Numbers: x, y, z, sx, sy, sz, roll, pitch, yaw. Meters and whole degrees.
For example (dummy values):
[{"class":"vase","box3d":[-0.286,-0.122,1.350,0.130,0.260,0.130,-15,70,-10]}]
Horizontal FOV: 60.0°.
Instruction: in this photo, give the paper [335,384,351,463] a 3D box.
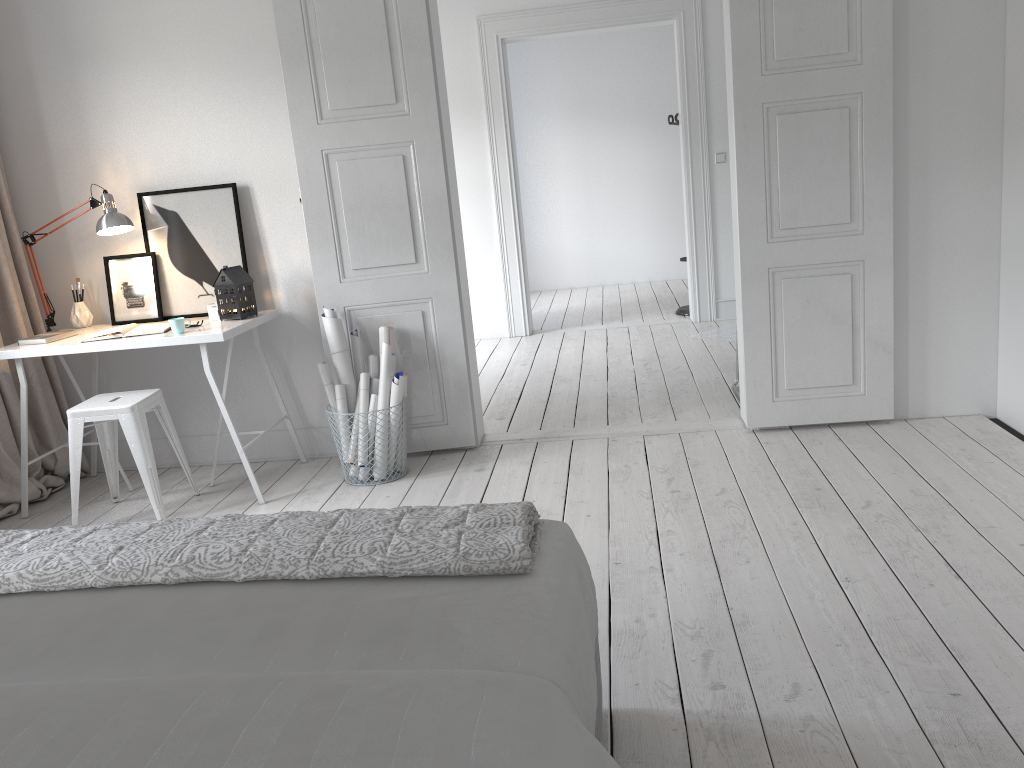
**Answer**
[{"class":"paper","box3d":[-0.772,0.181,4.077,0.047,0.360,0.129,-7,13,-4]}]

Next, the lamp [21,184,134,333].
[{"class":"lamp","box3d":[-2.030,-0.549,4.169,0.568,0.745,0.165,-5,13,3]}]

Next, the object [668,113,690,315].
[{"class":"object","box3d":[1.521,-1.426,7.468,0.375,1.657,0.375,-15,16,-34]}]

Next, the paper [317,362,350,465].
[{"class":"paper","box3d":[-0.797,0.164,4.115,0.166,0.546,0.046,2,15,30]}]

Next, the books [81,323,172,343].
[{"class":"books","box3d":[-1.703,-0.239,3.958,0.358,0.029,0.291,-7,13,-7]}]

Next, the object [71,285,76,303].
[{"class":"object","box3d":[-2.143,-0.381,4.361,0.008,0.207,0.054,-13,14,-27]}]

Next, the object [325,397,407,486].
[{"class":"object","box3d":[-0.650,0.255,4.102,0.374,0.350,0.374,-4,13,9]}]

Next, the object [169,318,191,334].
[{"class":"object","box3d":[-1.423,-0.248,3.798,0.082,0.065,0.064,-5,13,6]}]

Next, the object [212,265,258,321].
[{"class":"object","box3d":[-1.276,-0.425,4.084,0.135,0.248,0.135,0,14,22]}]

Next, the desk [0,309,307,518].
[{"class":"desk","box3d":[-1.671,0.126,4.160,1.163,0.776,0.641,-4,13,7]}]

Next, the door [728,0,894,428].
[{"class":"door","box3d":[1.326,-0.945,3.905,0.666,2.324,0.034,-4,13,7]}]

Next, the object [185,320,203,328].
[{"class":"object","box3d":[-1.457,-0.272,3.957,0.133,0.047,0.114,-7,13,-5]}]

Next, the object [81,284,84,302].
[{"class":"object","box3d":[-2.115,-0.386,4.366,0.054,0.207,0.008,-8,13,-10]}]

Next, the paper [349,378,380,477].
[{"class":"paper","box3d":[-0.678,0.200,4.102,0.054,0.431,0.253,6,17,42]}]

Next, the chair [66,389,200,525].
[{"class":"chair","box3d":[-1.680,0.320,3.874,0.407,0.527,0.410,-5,13,2]}]

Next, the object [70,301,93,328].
[{"class":"object","box3d":[-2.125,-0.342,4.370,0.101,0.126,0.101,-4,13,7]}]

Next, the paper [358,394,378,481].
[{"class":"paper","box3d":[-0.629,0.236,4.074,0.078,0.389,0.234,4,16,36]}]

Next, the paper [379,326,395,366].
[{"class":"paper","box3d":[-0.581,0.064,4.178,0.073,0.668,0.181,1,15,28]}]

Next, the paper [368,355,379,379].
[{"class":"paper","box3d":[-0.642,0.140,4.167,0.047,0.541,0.201,-3,13,11]}]

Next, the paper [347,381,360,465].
[{"class":"paper","box3d":[-0.708,0.177,4.085,0.047,0.358,0.240,-1,14,21]}]

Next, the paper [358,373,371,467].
[{"class":"paper","box3d":[-0.674,0.163,4.049,0.049,0.403,0.244,-4,13,9]}]

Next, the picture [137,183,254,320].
[{"class":"picture","box3d":[-1.522,-0.630,4.265,0.493,0.614,0.062,-4,13,7]}]

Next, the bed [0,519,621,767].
[{"class":"bed","box3d":[-0.757,0.535,1.138,1.888,1.167,2.178,-4,13,7]}]

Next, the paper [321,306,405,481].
[{"class":"paper","box3d":[-0.668,0.031,4.080,0.181,0.793,0.431,-16,17,-39]}]

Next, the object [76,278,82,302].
[{"class":"object","box3d":[-2.124,-0.403,4.373,0.023,0.239,0.028,-5,13,4]}]

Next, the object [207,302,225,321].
[{"class":"object","box3d":[-1.379,-0.342,4.159,0.065,0.073,0.078,-5,13,3]}]

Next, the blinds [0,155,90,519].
[{"class":"blinds","box3d":[-2.446,-0.721,3.916,0.225,2.678,0.832,-4,13,7]}]

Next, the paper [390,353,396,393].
[{"class":"paper","box3d":[-0.575,0.133,4.117,0.153,0.553,0.060,-16,16,-36]}]

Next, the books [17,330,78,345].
[{"class":"books","box3d":[-2.109,-0.212,4.032,0.149,0.024,0.207,-3,13,13]}]

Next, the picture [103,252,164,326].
[{"class":"picture","box3d":[-1.833,-0.460,4.296,0.261,0.333,0.062,-4,13,7]}]

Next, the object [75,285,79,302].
[{"class":"object","box3d":[-2.138,-0.384,4.373,0.008,0.207,0.054,-7,13,-5]}]

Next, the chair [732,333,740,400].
[{"class":"chair","box3d":[1.464,-0.329,4.691,0.562,0.797,0.525,-4,13,7]}]

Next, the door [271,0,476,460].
[{"class":"door","box3d":[-0.631,-0.791,4.105,0.678,2.324,0.034,-6,13,-2]}]

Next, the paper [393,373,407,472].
[{"class":"paper","box3d":[-0.518,0.178,4.110,0.123,0.464,0.057,-11,14,-20]}]

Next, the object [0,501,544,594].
[{"class":"object","box3d":[-0.661,0.358,1.958,1.460,0.104,0.405,-4,13,7]}]
